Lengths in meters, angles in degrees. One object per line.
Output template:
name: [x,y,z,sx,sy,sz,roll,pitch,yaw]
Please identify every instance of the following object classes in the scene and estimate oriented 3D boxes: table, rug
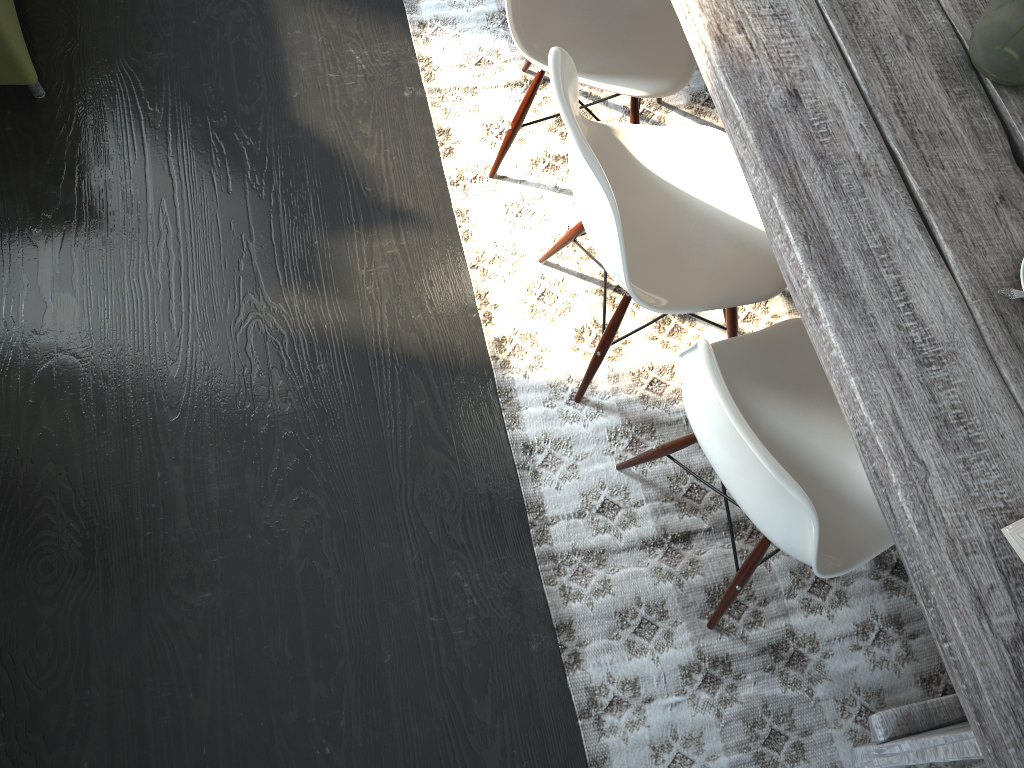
table: [0.892,-0.357,1.878,1.141,0.788,2.421,-10,66,-9]
rug: [0.878,-0.176,2.219,1.898,0.022,2.677,-10,66,-10]

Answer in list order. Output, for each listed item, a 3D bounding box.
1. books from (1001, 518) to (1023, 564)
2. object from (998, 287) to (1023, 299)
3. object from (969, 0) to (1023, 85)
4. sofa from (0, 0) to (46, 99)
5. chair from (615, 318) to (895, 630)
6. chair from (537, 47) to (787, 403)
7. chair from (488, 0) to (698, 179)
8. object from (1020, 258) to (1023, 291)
books: [0.783,0.251,1.122,0.202,0.042,0.251,-21,68,-14]
object: [0.802,-0.123,1.300,0.194,0.022,0.019,4,64,-3]
object: [0.861,-0.637,1.371,0.233,0.365,0.293,-38,73,-20]
sofa: [-1.872,-1.765,2.293,0.898,0.825,2.093,-11,66,-10]
chair: [0.503,0.120,1.608,0.542,0.801,0.465,-23,69,-15]
chair: [0.299,-0.326,1.804,0.542,0.801,0.465,-9,66,-9]
chair: [0.174,-0.839,2.039,0.542,0.801,0.465,14,64,2]
object: [0.853,-0.133,1.321,0.205,0.024,0.205,-17,67,-13]
